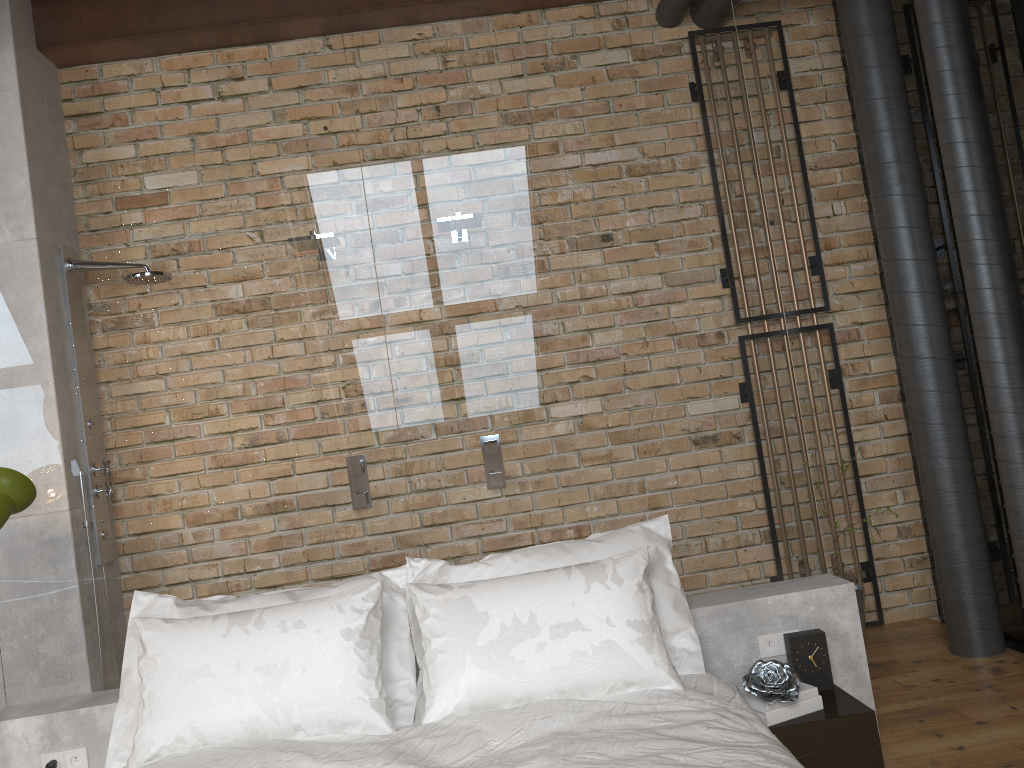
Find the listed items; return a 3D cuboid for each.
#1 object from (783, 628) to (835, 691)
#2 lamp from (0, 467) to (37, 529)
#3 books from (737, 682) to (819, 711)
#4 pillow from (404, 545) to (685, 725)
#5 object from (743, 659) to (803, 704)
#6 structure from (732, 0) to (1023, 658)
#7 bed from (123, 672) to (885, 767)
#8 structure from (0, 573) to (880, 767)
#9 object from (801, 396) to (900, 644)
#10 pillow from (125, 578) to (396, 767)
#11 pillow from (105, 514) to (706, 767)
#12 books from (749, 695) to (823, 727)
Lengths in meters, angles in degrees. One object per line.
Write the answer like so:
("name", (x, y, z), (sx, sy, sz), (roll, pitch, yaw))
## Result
("object", (0.942, 0.880, 2.816), (0.116, 0.178, 0.067), (-9, -3, 0))
("lamp", (-1.590, 0.737, 2.611), (0.270, 1.582, 0.561), (-8, -3, -6))
("books", (0.792, 0.929, 2.676), (0.184, 0.030, 0.175), (-7, -3, -19))
("pillow", (0.082, 0.723, 2.543), (0.748, 0.385, 0.291), (-8, -3, -3))
("object", (0.767, 0.875, 2.616), (0.170, 0.094, 0.160), (-9, -3, 8))
("structure", (1.345, -0.428, 3.650), (0.829, 3.140, 1.189), (-8, -3, -3))
("bed", (-0.060, 1.034, 1.727), (2.300, 0.442, 2.169), (-8, -3, -3))
("structure", (-0.245, 1.104, 2.906), (2.820, 0.494, 0.206), (-8, -3, -3))
("object", (1.489, 0.585, 3.872), (0.228, 1.117, 0.517), (-6, -4, -33))
("pillow", (-0.705, 0.815, 2.498), (0.744, 0.397, 0.276), (-8, -3, -3))
("pillow", (-0.310, 0.774, 2.687), (1.746, 0.517, 0.358), (-8, -3, -4))
("books", (0.790, 0.964, 2.674), (0.203, 0.040, 0.193), (-7, -4, -22))
